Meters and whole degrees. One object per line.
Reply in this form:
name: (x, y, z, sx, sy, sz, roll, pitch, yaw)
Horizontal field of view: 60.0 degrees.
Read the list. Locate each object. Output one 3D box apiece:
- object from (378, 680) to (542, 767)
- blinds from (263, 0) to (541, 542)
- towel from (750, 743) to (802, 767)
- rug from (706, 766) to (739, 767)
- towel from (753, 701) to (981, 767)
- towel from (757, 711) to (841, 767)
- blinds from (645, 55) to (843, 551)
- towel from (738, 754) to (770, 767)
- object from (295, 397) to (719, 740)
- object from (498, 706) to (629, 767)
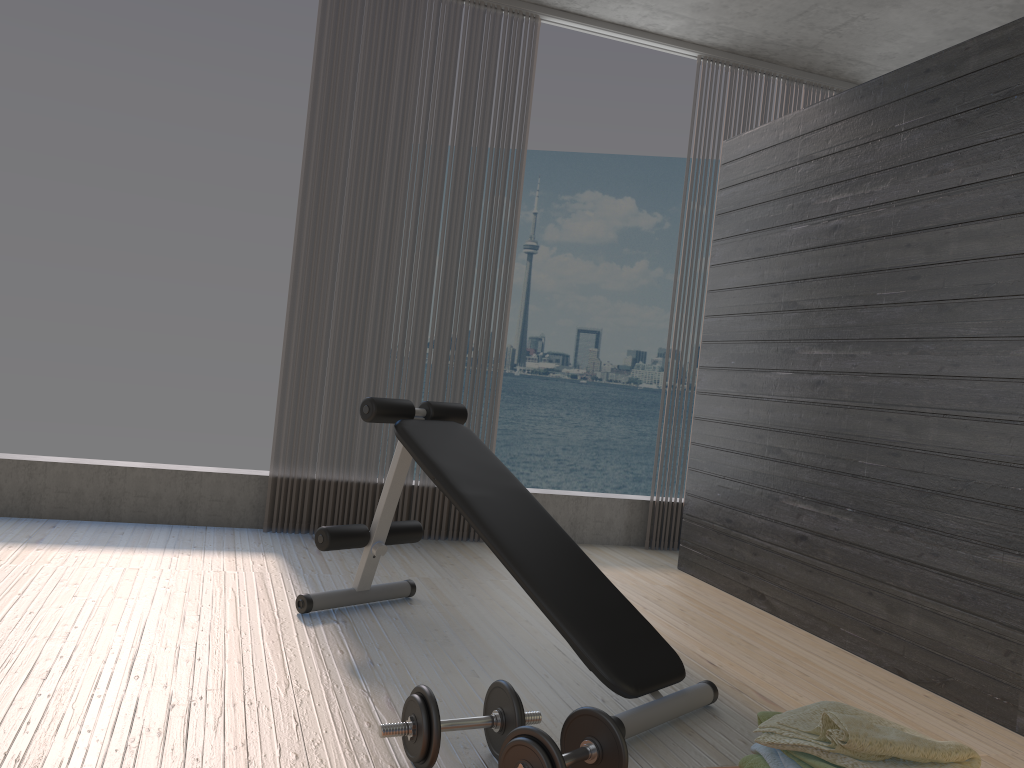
object: (-0.108, 0.751, 1.959, 0.385, 0.176, 0.176, 6, 0, -27)
blinds: (-0.520, -0.601, 4.434, 1.133, 2.744, 0.069, 6, 0, -18)
towel: (0.753, 0.856, 1.945, 0.383, 0.078, 0.383, 6, 0, -1)
rug: (-0.314, 0.816, 1.434, 2.779, 0.002, 0.716, 6, 0, -18)
towel: (0.768, 0.766, 1.937, 0.384, 0.123, 0.373, 6, 0, -34)
towel: (0.777, 0.822, 1.961, 0.376, 0.085, 0.371, 6, 0, -13)
blinds: (1.402, -0.399, 5.069, 1.133, 2.744, 0.069, 6, 0, -18)
towel: (0.741, 0.880, 1.922, 0.380, 0.081, 0.367, 6, 0, -20)
object: (-0.038, 0.462, 2.725, 1.312, 0.746, 0.505, 6, 0, 41)
object: (0.105, 0.765, 1.798, 0.176, 0.176, 0.385, 6, 0, 43)
